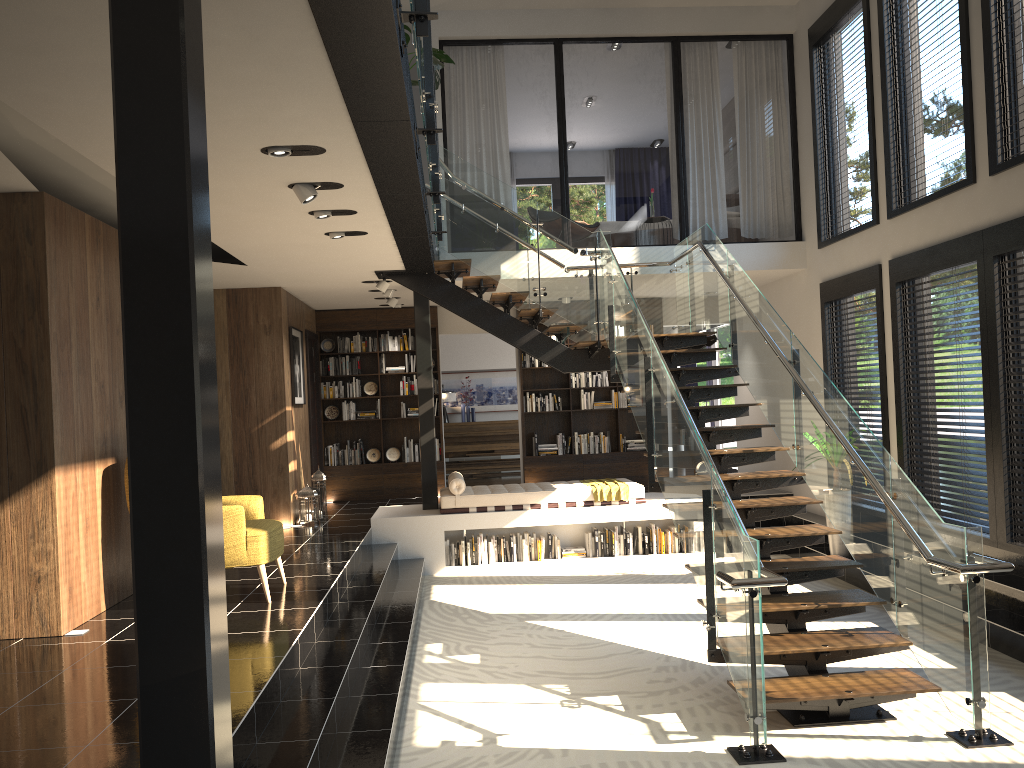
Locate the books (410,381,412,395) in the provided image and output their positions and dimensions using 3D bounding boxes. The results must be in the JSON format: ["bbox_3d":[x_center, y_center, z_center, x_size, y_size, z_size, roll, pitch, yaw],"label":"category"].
[{"bbox_3d":[-1.426,0.055,12.572,0.026,0.200,0.154,-3,-1,-4],"label":"books"}]

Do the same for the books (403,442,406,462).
[{"bbox_3d":[-1.521,0.969,12.582,0.024,0.278,0.135,-3,0,-4],"label":"books"}]

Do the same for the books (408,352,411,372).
[{"bbox_3d":[-1.456,-0.305,12.594,0.049,0.286,0.259,-3,-1,-4],"label":"books"}]

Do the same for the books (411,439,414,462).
[{"bbox_3d":[-1.411,0.942,12.576,0.019,0.321,0.161,-3,0,-4],"label":"books"}]

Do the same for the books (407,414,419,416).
[{"bbox_3d":[-1.351,0.435,12.594,0.271,0.028,0.174,-2,-1,-8],"label":"books"}]

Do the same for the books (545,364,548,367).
[{"bbox_3d":[0.486,-0.337,12.700,0.032,0.194,0.120,-3,-1,-4],"label":"books"}]

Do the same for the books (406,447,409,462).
[{"bbox_3d":[-1.474,0.998,12.586,0.034,0.215,0.104,-3,0,-4],"label":"books"}]

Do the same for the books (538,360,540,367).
[{"bbox_3d":[0.388,-0.348,12.713,0.052,0.224,0.099,-3,0,-4],"label":"books"}]

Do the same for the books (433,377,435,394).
[{"bbox_3d":[-1.104,0.019,12.592,0.018,0.246,0.144,-3,-1,-4],"label":"books"}]

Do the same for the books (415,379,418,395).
[{"bbox_3d":[-1.348,0.042,12.558,0.027,0.219,0.139,-3,-1,-4],"label":"books"}]

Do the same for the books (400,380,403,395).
[{"bbox_3d":[-1.563,0.056,12.577,0.033,0.211,0.132,-3,-1,-4],"label":"books"}]

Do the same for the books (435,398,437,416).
[{"bbox_3d":[-1.077,0.331,12.588,0.047,0.253,0.210,-3,-1,-4],"label":"books"}]

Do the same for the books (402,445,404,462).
[{"bbox_3d":[-1.544,0.987,12.588,0.023,0.244,0.135,-3,-1,-4],"label":"books"}]

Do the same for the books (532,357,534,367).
[{"bbox_3d":[0.295,-0.316,12.692,0.030,0.168,0.125,-3,-1,-4],"label":"books"}]

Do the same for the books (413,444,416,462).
[{"bbox_3d":[-1.384,0.977,12.597,0.034,0.250,0.115,-3,0,-4],"label":"books"}]

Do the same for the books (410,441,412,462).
[{"bbox_3d":[-1.430,0.959,12.590,0.019,0.289,0.145,-3,0,-4],"label":"books"}]

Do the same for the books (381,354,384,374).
[{"bbox_3d":[-1.833,-0.285,12.585,0.027,0.279,0.166,-3,-1,-4],"label":"books"}]

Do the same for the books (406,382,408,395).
[{"bbox_3d":[-1.486,0.068,12.561,0.028,0.180,0.130,-3,-1,-4],"label":"books"}]

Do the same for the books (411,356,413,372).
[{"bbox_3d":[-1.418,-0.281,12.598,0.025,0.235,0.232,-3,-1,-4],"label":"books"}]

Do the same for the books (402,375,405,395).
[{"bbox_3d":[-1.535,0.020,12.571,0.025,0.280,0.145,-3,0,-4],"label":"books"}]

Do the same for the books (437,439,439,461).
[{"bbox_3d":[-1.050,0.934,12.591,0.029,0.306,0.149,-3,0,-4],"label":"books"}]

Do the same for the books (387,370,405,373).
[{"bbox_3d":[-1.650,-0.170,12.625,0.239,0.033,0.176,-2,-1,-7],"label":"books"}]

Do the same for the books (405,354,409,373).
[{"bbox_3d":[-1.492,-0.293,12.608,0.023,0.264,0.219,-3,-1,-4],"label":"books"}]

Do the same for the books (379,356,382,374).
[{"bbox_3d":[-1.861,-0.265,12.609,0.028,0.242,0.194,-3,-1,-4],"label":"books"}]

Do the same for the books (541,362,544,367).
[{"bbox_3d":[0.432,-0.325,12.688,0.029,0.173,0.138,-3,-1,-4],"label":"books"}]

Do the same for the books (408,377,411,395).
[{"bbox_3d":[-1.449,0.029,12.549,0.021,0.253,0.167,-3,-1,-4],"label":"books"}]

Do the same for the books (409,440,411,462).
[{"bbox_3d":[-1.450,0.946,12.588,0.019,0.317,0.122,-3,0,-4],"label":"books"}]

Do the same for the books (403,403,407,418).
[{"bbox_3d":[-1.520,0.374,12.571,0.036,0.206,0.215,-3,-1,-4],"label":"books"}]

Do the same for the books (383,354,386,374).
[{"bbox_3d":[-1.812,-0.286,12.592,0.016,0.278,0.209,-3,-1,-4],"label":"books"}]

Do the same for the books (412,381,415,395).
[{"bbox_3d":[-1.396,0.056,12.545,0.032,0.195,0.183,-3,-1,-4],"label":"books"}]

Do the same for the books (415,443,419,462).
[{"bbox_3d":[-1.348,0.972,12.580,0.037,0.255,0.145,-3,-1,-4],"label":"books"}]

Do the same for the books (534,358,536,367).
[{"bbox_3d":[0.319,-0.331,12.698,0.021,0.196,0.103,-3,0,-4],"label":"books"}]

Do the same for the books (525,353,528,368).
[{"bbox_3d":[0.212,-0.343,12.706,0.030,0.230,0.103,-3,0,-4],"label":"books"}]

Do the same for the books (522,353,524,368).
[{"bbox_3d":[0.146,-0.332,12.696,0.030,0.212,0.127,-3,-1,-4],"label":"books"}]

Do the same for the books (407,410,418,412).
[{"bbox_3d":[-1.354,0.382,12.609,0.266,0.019,0.157,-2,-1,-2],"label":"books"}]

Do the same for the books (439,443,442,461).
[{"bbox_3d":[-1.020,0.963,12.603,0.029,0.247,0.139,-3,-1,-4],"label":"books"}]

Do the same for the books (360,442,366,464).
[{"bbox_3d":[-2.105,0.974,12.530,0.042,0.315,0.193,-3,-1,-4],"label":"books"}]

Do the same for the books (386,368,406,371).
[{"bbox_3d":[-1.651,-0.202,12.612,0.266,0.030,0.209,-2,-1,-3],"label":"books"}]

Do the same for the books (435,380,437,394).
[{"bbox_3d":[-1.082,0.040,12.586,0.023,0.200,0.121,-3,-1,-4],"label":"books"}]

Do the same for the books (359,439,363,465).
[{"bbox_3d":[-2.135,0.955,12.505,0.019,0.356,0.235,-3,-1,-4],"label":"books"}]

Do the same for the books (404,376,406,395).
[{"bbox_3d":[-1.511,0.023,12.555,0.019,0.272,0.175,-3,-1,-4],"label":"books"}]

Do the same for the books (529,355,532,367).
[{"bbox_3d":[0.262,-0.358,12.703,0.029,0.254,0.128,-3,0,-4],"label":"books"}]

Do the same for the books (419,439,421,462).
[{"bbox_3d":[-1.299,0.937,12.573,0.012,0.322,0.177,-3,-1,-4],"label":"books"}]

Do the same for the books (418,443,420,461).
[{"bbox_3d":[-1.318,0.969,12.596,0.025,0.260,0.114,-3,0,-4],"label":"books"}]

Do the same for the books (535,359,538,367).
[{"bbox_3d":[0.345,-0.356,12.705,0.034,0.245,0.127,-3,0,-4],"label":"books"}]

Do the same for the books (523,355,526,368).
[{"bbox_3d":[0.181,-0.316,12.689,0.037,0.177,0.109,-3,-1,-4],"label":"books"}]

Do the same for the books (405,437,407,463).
[{"bbox_3d":[-1.500,0.926,12.541,0.017,0.359,0.189,-3,0,-4],"label":"books"}]

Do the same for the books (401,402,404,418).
[{"bbox_3d":[-1.555,0.367,12.598,0.028,0.224,0.161,-3,-1,-4],"label":"books"}]

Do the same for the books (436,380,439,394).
[{"bbox_3d":[-1.056,0.041,12.571,0.026,0.196,0.170,-3,-1,-4],"label":"books"}]

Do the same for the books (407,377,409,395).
[{"bbox_3d":[-1.467,0.030,12.556,0.014,0.253,0.169,-3,-1,-4],"label":"books"}]

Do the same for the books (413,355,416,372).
[{"bbox_3d":[-1.383,-0.284,12.618,0.047,0.238,0.225,-3,-1,-4],"label":"books"}]

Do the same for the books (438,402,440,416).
[{"bbox_3d":[-1.043,0.355,12.619,0.021,0.204,0.169,-3,-1,-4],"label":"books"}]

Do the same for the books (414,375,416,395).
[{"bbox_3d":[-1.373,0.012,12.568,0.020,0.281,0.153,-3,-1,-4],"label":"books"}]

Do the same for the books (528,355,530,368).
[{"bbox_3d":[0.239,-0.333,12.702,0.021,0.207,0.102,-3,0,-4],"label":"books"}]

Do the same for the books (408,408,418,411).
[{"bbox_3d":[-1.356,0.357,12.618,0.239,0.031,0.146,-2,-1,-4],"label":"books"}]

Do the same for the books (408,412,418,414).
[{"bbox_3d":[-1.353,0.406,12.603,0.263,0.030,0.159,-2,-1,-7],"label":"books"}]

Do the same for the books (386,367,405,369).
[{"bbox_3d":[-1.652,-0.227,12.621,0.264,0.021,0.189,-2,-1,-6],"label":"books"}]
